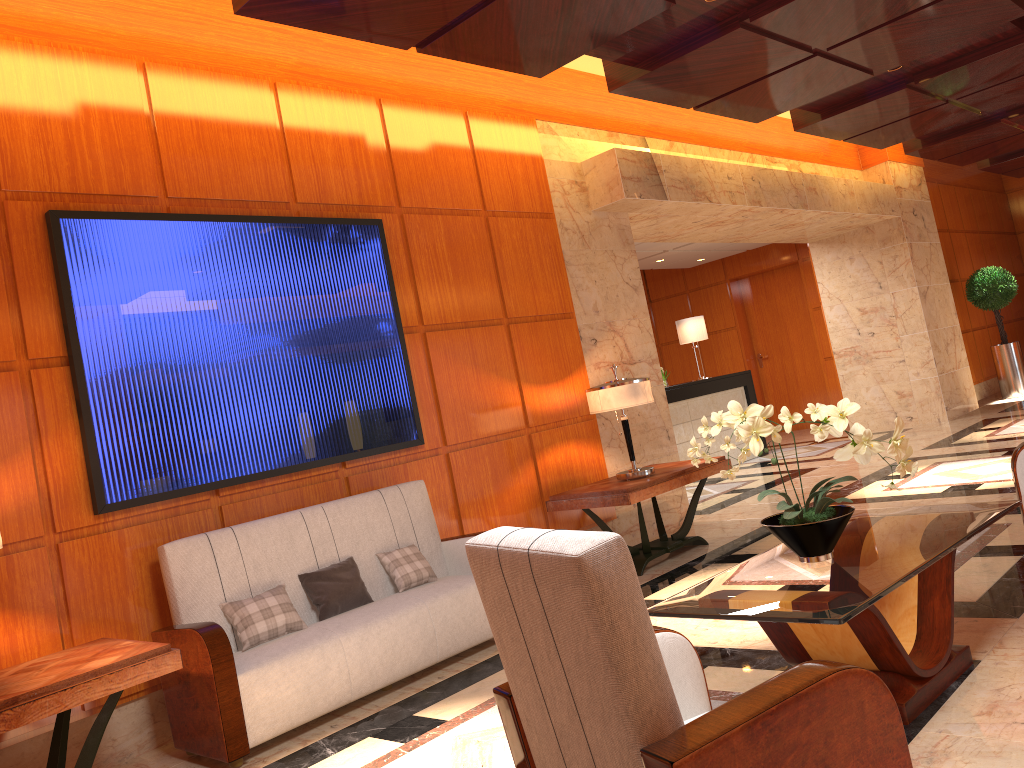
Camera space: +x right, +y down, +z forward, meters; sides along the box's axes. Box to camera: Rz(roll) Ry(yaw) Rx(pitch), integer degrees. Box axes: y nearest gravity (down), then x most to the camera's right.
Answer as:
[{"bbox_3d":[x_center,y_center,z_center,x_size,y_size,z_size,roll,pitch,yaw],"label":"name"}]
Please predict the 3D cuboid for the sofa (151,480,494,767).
[{"bbox_3d":[-0.828,1.071,4.490,0.609,0.935,1.804,-14,-4,44],"label":"sofa"}]

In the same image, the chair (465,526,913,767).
[{"bbox_3d":[0.363,0.745,1.989,0.630,0.963,0.734,-9,-4,-28],"label":"chair"}]

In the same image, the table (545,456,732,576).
[{"bbox_3d":[0.966,0.946,6.259,0.722,0.608,1.274,-14,-3,44],"label":"table"}]

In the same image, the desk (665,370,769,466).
[{"bbox_3d":[1.972,0.610,11.060,0.937,1.144,2.934,-14,-3,43],"label":"desk"}]

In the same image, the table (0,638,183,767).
[{"bbox_3d":[-1.913,1.423,3.190,0.722,0.608,1.274,-14,-3,44],"label":"table"}]

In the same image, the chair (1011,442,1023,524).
[{"bbox_3d":[2.607,0.359,3.953,0.626,0.963,0.738,-13,-3,22],"label":"chair"}]

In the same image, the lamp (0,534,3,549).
[{"bbox_3d":[-2.049,0.718,3.143,0.458,0.796,0.458,-12,-3,5],"label":"lamp"}]

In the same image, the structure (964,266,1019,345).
[{"bbox_3d":[7.193,-0.916,13.090,0.719,1.717,0.722,-13,-4,21],"label":"structure"}]

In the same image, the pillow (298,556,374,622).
[{"bbox_3d":[-0.898,1.046,4.525,0.159,0.253,0.358,-14,-4,40],"label":"pillow"}]

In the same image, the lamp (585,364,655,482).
[{"bbox_3d":[0.785,0.256,6.162,0.460,0.812,0.456,-9,-4,-37],"label":"lamp"}]

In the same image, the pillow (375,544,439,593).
[{"bbox_3d":[-0.565,1.004,4.826,0.274,0.230,0.201,-9,-4,-44],"label":"pillow"}]

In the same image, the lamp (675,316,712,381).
[{"bbox_3d":[2.429,-0.462,11.714,0.373,0.822,0.371,-10,-4,-22],"label":"lamp"}]

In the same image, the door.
[{"bbox_3d":[4.476,-0.567,14.529,1.279,2.703,0.341,-15,-5,43],"label":"door"}]

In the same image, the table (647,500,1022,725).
[{"bbox_3d":[1.269,0.851,3.212,1.564,0.497,0.719,-9,-3,-43],"label":"table"}]

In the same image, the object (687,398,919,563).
[{"bbox_3d":[1.040,0.328,3.203,0.786,0.619,0.417,-12,-3,21],"label":"object"}]

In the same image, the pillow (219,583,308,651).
[{"bbox_3d":[-1.172,1.100,4.190,0.345,0.227,0.194,-9,-4,-41],"label":"pillow"}]

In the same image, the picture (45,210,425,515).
[{"bbox_3d":[-1.385,-0.219,4.877,0.056,1.456,2.002,-15,-4,43],"label":"picture"}]
